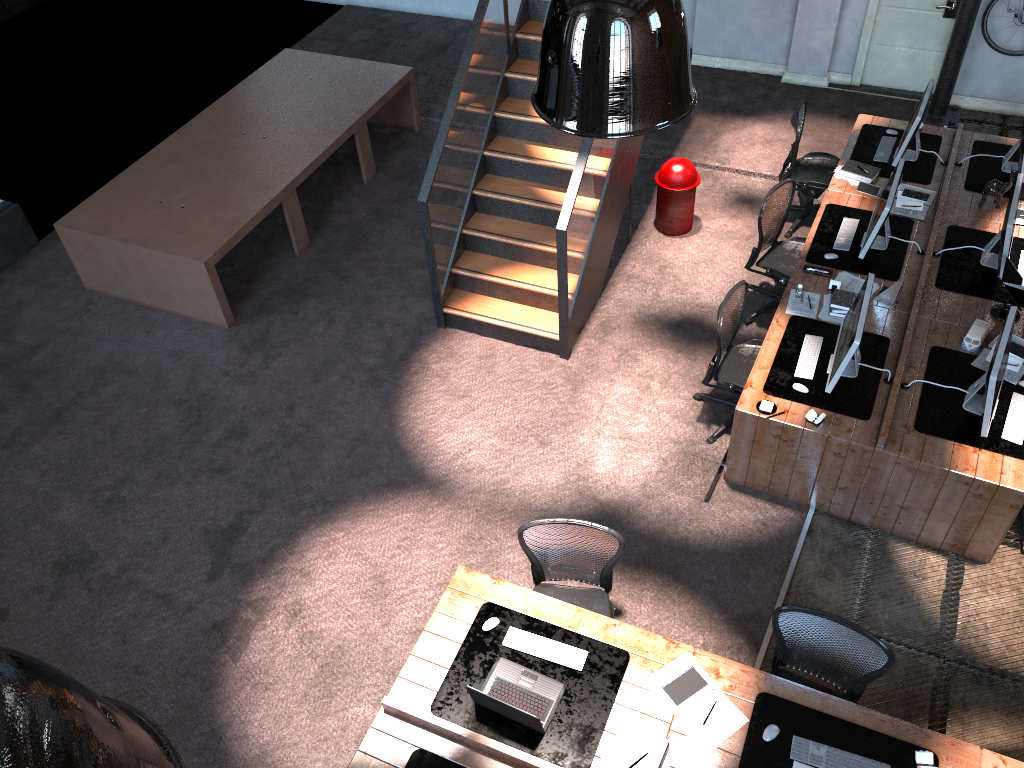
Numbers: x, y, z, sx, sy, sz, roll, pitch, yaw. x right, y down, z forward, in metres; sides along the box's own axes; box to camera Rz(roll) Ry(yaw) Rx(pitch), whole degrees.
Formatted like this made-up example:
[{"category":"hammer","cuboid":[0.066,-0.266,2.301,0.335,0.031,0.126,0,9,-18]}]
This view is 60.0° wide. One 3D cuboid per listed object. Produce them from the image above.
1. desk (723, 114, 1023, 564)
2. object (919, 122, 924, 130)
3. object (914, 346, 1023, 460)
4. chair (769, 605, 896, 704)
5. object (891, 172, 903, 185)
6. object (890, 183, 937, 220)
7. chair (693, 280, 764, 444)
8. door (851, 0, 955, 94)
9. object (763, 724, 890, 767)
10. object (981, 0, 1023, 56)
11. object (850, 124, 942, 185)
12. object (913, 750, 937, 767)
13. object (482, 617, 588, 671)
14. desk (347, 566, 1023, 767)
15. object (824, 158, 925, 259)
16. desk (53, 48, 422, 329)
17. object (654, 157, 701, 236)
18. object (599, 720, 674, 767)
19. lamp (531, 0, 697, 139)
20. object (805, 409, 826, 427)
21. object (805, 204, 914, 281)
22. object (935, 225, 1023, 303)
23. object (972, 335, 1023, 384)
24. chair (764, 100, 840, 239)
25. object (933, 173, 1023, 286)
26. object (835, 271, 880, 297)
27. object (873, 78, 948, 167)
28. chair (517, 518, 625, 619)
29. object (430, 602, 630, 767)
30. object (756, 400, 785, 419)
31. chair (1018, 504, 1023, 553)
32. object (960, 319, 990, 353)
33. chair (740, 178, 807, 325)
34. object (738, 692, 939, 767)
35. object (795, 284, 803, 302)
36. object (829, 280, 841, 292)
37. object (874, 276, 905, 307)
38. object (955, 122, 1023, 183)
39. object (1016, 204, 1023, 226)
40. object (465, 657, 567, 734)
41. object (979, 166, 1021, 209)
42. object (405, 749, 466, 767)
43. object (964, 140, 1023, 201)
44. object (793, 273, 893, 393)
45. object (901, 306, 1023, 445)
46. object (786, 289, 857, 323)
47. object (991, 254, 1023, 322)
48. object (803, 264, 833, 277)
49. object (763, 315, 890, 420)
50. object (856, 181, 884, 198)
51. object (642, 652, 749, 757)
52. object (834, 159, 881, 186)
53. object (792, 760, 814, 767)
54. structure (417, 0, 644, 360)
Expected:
[{"category":"desk","cuboid":[3.152,-0.716,6.964,1.748,0.840,4.117,17,49,20]},{"category":"object","cuboid":[3.659,-2.343,8.033,0.106,0.063,0.082,-6,45,-2]},{"category":"object","cuboid":[2.998,0.102,5.691,0.687,0.008,0.848,16,49,20]},{"category":"chair","cuboid":[1.528,1.688,4.532,0.770,1.085,0.792,7,46,11]},{"category":"object","cuboid":[3.200,-1.711,7.397,0.078,0.138,0.099,30,54,30]},{"category":"object","cuboid":[3.265,-1.497,7.243,0.304,0.017,0.467,21,51,24]},{"category":"chair","cuboid":[1.732,-0.160,6.356,0.792,1.085,0.770,7,46,11]},{"category":"door","cuboid":[4.295,-4.116,9.246,1.013,2.268,0.064,15,48,19]},{"category":"object","cuboid":[1.468,1.746,4.157,0.577,0.040,0.139,15,48,18]},{"category":"object","cuboid":[5.189,-3.914,8.275,1.022,1.846,0.655,-3,45,2]},{"category":"object","cuboid":[3.362,-2.027,7.782,0.687,0.008,0.848,16,49,20]},{"category":"object","cuboid":[1.910,1.746,4.094,0.082,0.063,0.106,2,45,7]},{"category":"object","cuboid":[0.111,1.363,4.652,0.577,0.040,0.139,15,48,19]},{"category":"desk","cuboid":[1.250,2.346,4.072,4.117,0.840,1.748,15,48,19]},{"category":"object","cuboid":[2.704,-1.289,6.717,0.735,0.576,0.654,-15,46,-10]},{"category":"desk","cuboid":[-2.522,-2.138,8.920,1.650,0.750,3.630,15,48,19]},{"category":"object","cuboid":[1.523,-1.759,8.219,0.414,0.707,0.414,-17,46,-12]},{"category":"object","cuboid":[0.592,1.751,4.208,0.325,0.065,0.363,28,53,28]},{"category":"lamp","cuboid":[0.207,-1.623,1.599,0.445,2.372,0.445,-16,46,-11]},{"category":"object","cuboid":[1.927,0.207,5.636,0.106,0.063,0.082,30,54,30]},{"category":"object","cuboid":[2.728,-1.124,6.935,0.687,0.008,0.848,16,49,20]},{"category":"object","cuboid":[3.580,-0.893,6.633,0.687,0.008,0.848,16,49,20]},{"category":"object","cuboid":[3.325,-0.187,5.933,0.467,0.017,0.304,-35,52,-27]},{"category":"chair","cuboid":[2.771,-1.985,8.087,0.792,1.085,0.770,0,45,4]},{"category":"object","cuboid":[3.653,-1.087,6.438,0.772,0.578,0.642,-17,46,-11]},{"category":"object","cuboid":[2.531,-0.726,6.558,0.315,0.002,0.246,28,54,29]},{"category":"object","cuboid":[3.389,-2.217,7.589,0.586,0.581,0.692,-15,46,-10]},{"category":"chair","cuboid":[0.346,1.296,5.021,0.770,1.085,0.792,-8,45,-3]},{"category":"object","cuboid":[0.100,1.519,4.522,0.848,0.008,0.687,15,48,19]},{"category":"object","cuboid":[1.657,0.151,5.740,0.158,0.026,0.154,-16,46,-11]},{"category":"chair","cuboid":[3.371,0.460,5.601,0.792,1.085,0.770,7,46,11]},{"category":"object","cuboid":[3.162,-0.330,6.048,0.128,0.146,0.253,27,53,28]},{"category":"chair","cuboid":[2.285,-1.062,7.208,0.792,1.085,0.770,14,48,18]},{"category":"object","cuboid":[1.478,1.856,4.070,0.848,0.008,0.687,15,48,19]},{"category":"object","cuboid":[2.111,-0.676,6.501,0.054,0.064,0.159,6,46,11]},{"category":"object","cuboid":[2.364,-0.717,6.497,0.076,0.102,0.034,16,49,19]},{"category":"object","cuboid":[2.699,-0.714,6.308,0.165,0.320,0.178,23,51,25]},{"category":"object","cuboid":[4.262,-1.989,7.285,0.799,0.576,0.648,-17,46,-12]},{"category":"object","cuboid":[4.093,-1.326,6.986,0.316,0.060,0.229,10,47,14]},{"category":"object","cuboid":[0.026,1.485,4.359,0.390,0.283,0.323,17,49,20]},{"category":"object","cuboid":[3.882,-1.573,7.045,0.229,0.351,0.135,14,48,18]},{"category":"object","cuboid":[-0.219,2.098,3.972,0.848,0.008,0.687,15,48,19]},{"category":"object","cuboid":[4.224,-1.794,7.477,0.687,0.008,0.848,16,49,20]},{"category":"object","cuboid":[2.223,-0.294,5.764,0.610,0.573,0.714,14,48,18]},{"category":"object","cuboid":[2.986,-0.032,5.443,0.811,0.578,0.663,-10,45,-5]},{"category":"object","cuboid":[2.243,-0.598,6.387,0.478,0.098,0.319,14,48,18]},{"category":"object","cuboid":[3.466,-0.630,6.111,0.304,0.380,0.417,-5,45,0]},{"category":"object","cuboid":[2.310,-0.858,6.690,0.215,0.031,0.089,15,48,19]},{"category":"object","cuboid":[2.136,-0.131,5.995,0.687,0.008,0.848,16,49,20]},{"category":"object","cuboid":[3.005,-1.572,7.303,0.129,0.083,0.347,-22,48,-17]},{"category":"object","cuboid":[0.909,1.571,4.391,0.304,0.017,0.467,-27,49,-21]},{"category":"object","cuboid":[2.932,-1.815,7.565,0.325,0.065,0.363,-34,52,-26]},{"category":"object","cuboid":[1.416,1.812,3.878,0.380,0.288,0.320,15,48,19]},{"category":"structure","cuboid":[1.127,-3.387,8.038,10.620,4.603,5.793,15,48,19]}]
